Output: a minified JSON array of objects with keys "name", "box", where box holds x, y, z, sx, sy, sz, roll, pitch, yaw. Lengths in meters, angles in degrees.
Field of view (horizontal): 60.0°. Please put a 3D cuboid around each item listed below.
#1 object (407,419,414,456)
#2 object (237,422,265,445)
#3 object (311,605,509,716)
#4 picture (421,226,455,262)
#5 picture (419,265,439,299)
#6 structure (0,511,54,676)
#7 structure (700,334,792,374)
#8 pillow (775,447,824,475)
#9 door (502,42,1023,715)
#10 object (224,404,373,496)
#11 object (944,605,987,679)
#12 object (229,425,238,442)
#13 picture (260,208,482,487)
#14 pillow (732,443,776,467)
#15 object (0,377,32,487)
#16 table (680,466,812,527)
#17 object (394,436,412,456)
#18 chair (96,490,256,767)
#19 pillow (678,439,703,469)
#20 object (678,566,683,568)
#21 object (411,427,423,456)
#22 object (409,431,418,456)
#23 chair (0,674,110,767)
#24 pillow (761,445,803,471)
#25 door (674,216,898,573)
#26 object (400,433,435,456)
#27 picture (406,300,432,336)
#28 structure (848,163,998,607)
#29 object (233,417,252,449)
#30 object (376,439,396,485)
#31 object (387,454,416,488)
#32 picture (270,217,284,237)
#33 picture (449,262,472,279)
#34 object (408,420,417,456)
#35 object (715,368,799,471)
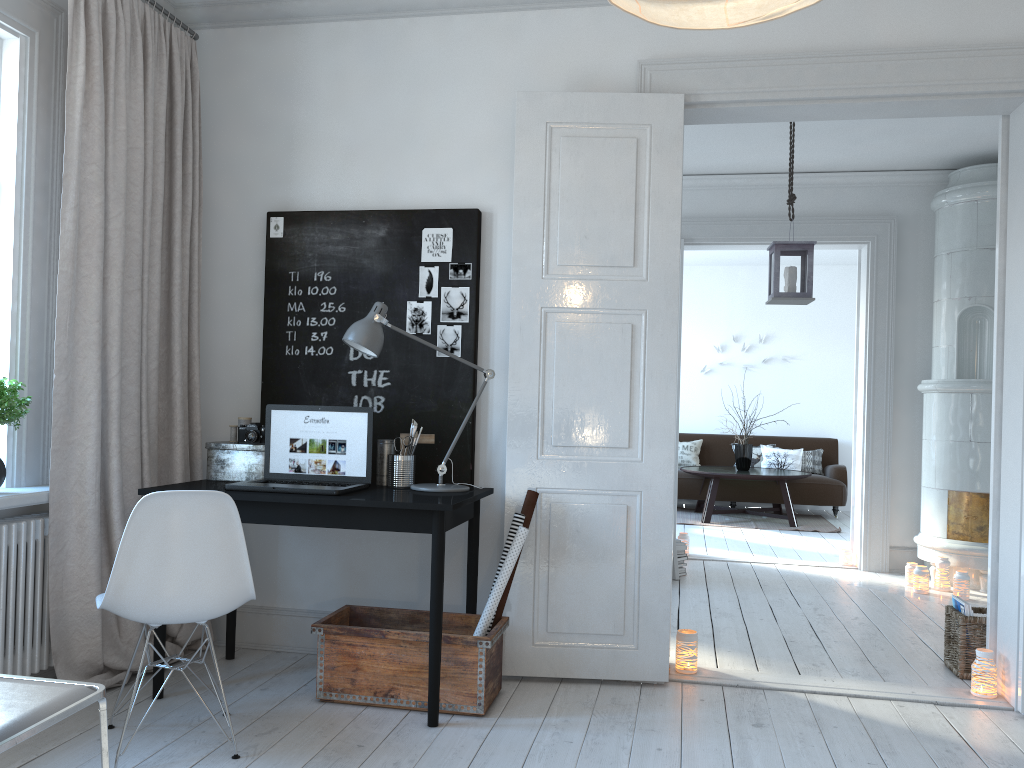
[{"name":"object","box":[-0.413,0.272,3.526,0.008,0.267,0.060,1,0,28]},{"name":"object","box":[-1.034,0.196,3.522,0.137,0.087,0.073,1,-1,11]},{"name":"object","box":[-0.371,1.022,3.302,0.664,0.282,0.339,1,-1,11]},{"name":"picture","box":[-0.312,-0.588,3.712,0.147,0.154,0.004,1,0,11]},{"name":"picture","box":[-0.349,-0.428,3.718,0.083,0.146,0.002,1,0,11]},{"name":"structure","box":[-1.849,0.726,2.623,0.195,0.547,1.506,2,-1,11]},{"name":"structure","box":[2.715,-0.341,10.282,1.025,0.478,0.085,1,0,11]},{"name":"pillow","box":[3.176,0.851,9.813,0.542,0.288,0.183,1,-1,12]},{"name":"door","box":[1.312,-0.033,3.564,2.598,2.505,0.578,1,0,11]},{"name":"object","box":[-0.786,0.237,3.304,0.445,0.315,0.325,1,-1,11]},{"name":"object","box":[2.031,1.112,3.806,0.270,0.265,0.224,1,-1,11]},{"name":"object","box":[-1.156,0.206,3.682,0.040,0.069,0.040,2,-1,-1]},{"name":"picture","box":[-0.616,-0.156,3.796,0.953,1.172,0.064,1,0,11]},{"name":"pillow","box":[2.685,0.835,9.871,0.473,0.347,0.158,1,-1,9]},{"name":"object","box":[-1.771,0.160,2.944,0.309,0.407,0.271,2,-1,-29]},{"name":"table","box":[2.369,1.134,9.055,1.300,0.503,1.300,2,-1,1]},{"name":"object","box":[-0.446,0.305,3.528,0.081,0.198,0.050,1,-1,36]},{"name":"chair","box":[-1.050,0.719,2.785,0.474,0.824,0.554,2,-1,-24]},{"name":"pillow","box":[1.901,0.806,10.064,0.519,0.367,0.239,1,-1,11]},{"name":"object","box":[1.044,1.210,5.928,0.111,0.014,0.156,3,-2,-36]},{"name":"object","box":[-0.397,0.288,3.508,0.084,0.240,0.009,2,0,-12]},{"name":"object","box":[-0.408,0.297,3.515,0.009,0.222,0.082,1,-1,40]},{"name":"chair","box":[-1.155,0.703,1.735,0.562,0.797,0.525,1,-1,11]},{"name":"pillow","box":[2.958,0.830,9.741,0.471,0.309,0.188,1,-1,12]},{"name":"door","box":[1.884,0.057,6.524,2.598,2.505,0.578,1,0,11]},{"name":"object","box":[-0.382,0.305,3.559,0.138,0.209,0.034,2,0,-9]},{"name":"picture","box":[-0.391,-0.277,3.723,0.107,0.150,0.001,1,0,11]},{"name":"structure","box":[2.943,-0.011,5.767,1.248,2.827,0.800,2,-1,-34]},{"name":"object","box":[-1.114,0.201,3.606,0.056,0.130,0.167,2,-1,10]},{"name":"object","box":[-0.512,0.321,3.602,0.079,0.188,0.079,2,-1,-10]},{"name":"object","box":[-0.439,0.345,3.515,0.108,0.128,0.108,1,-1,26]},{"name":"picture","box":[-1.022,-0.681,3.852,0.061,0.088,0.004,2,0,8]},{"name":"picture","box":[-0.215,-0.472,3.693,0.095,0.071,0.001,1,0,11]},{"name":"object","box":[-0.408,0.276,3.525,0.062,0.264,0.012,2,-1,-37]},{"name":"object","box":[2.486,0.354,8.978,0.846,1.066,0.525,2,-1,-18]}]
